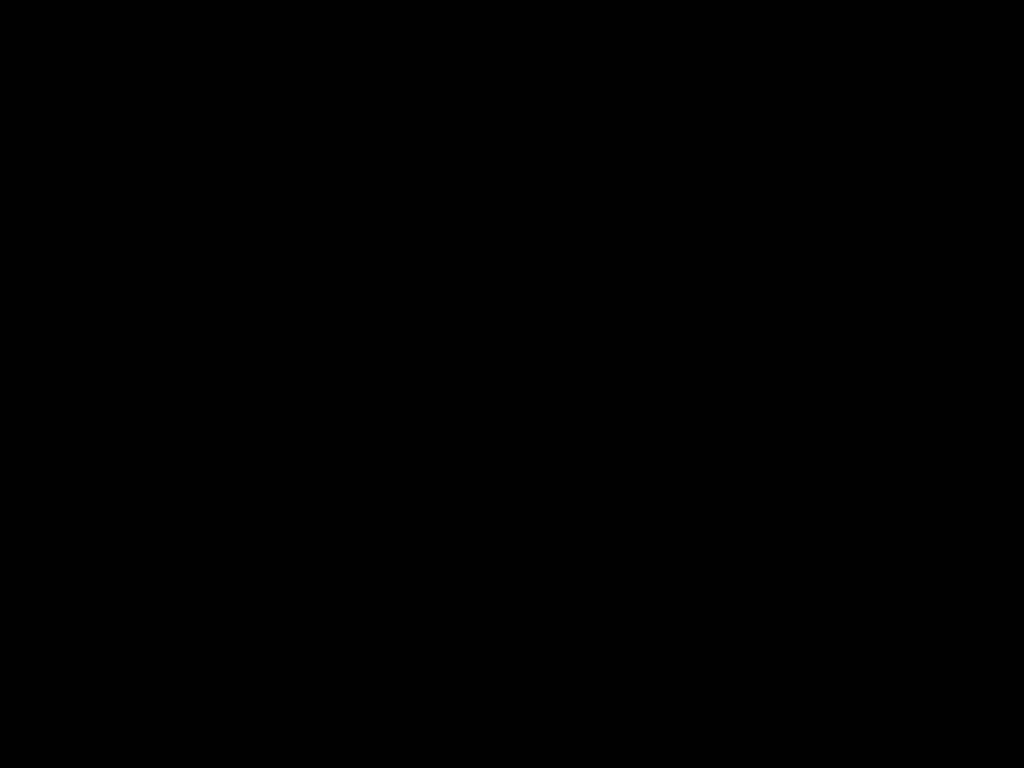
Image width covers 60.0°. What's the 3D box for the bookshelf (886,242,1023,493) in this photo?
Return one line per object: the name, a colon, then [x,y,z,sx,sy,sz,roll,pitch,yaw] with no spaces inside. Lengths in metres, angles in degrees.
bookshelf: [1.122,-0.009,0.690,0.643,0.303,1.495,-5,6,-24]
